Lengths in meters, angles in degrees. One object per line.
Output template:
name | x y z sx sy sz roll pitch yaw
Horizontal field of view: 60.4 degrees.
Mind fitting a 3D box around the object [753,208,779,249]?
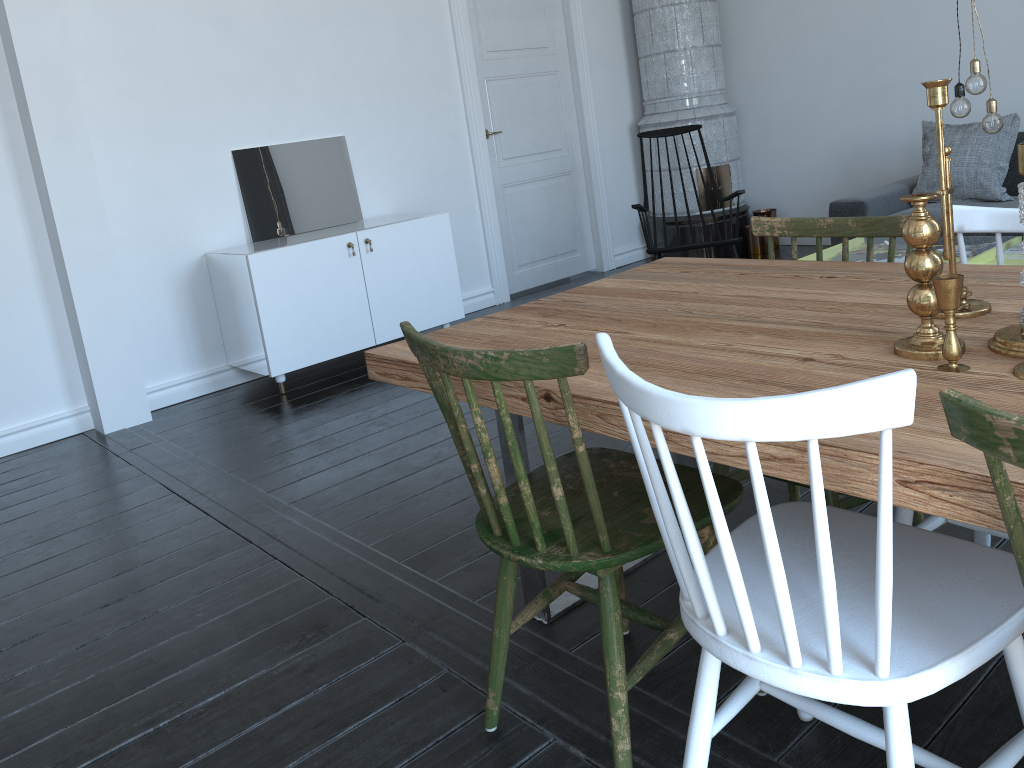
object | 1.878 -1.143 6.505 0.179 0.275 0.174 -18 15 -37

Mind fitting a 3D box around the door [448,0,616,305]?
door | 0.125 -1.885 6.084 1.189 2.424 0.116 -17 13 -38

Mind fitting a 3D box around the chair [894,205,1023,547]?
chair | 1.041 0.080 1.747 0.518 0.825 0.469 -18 15 -38

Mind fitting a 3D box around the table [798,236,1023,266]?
table | 1.911 -0.336 3.509 0.611 0.390 1.411 -19 19 -36

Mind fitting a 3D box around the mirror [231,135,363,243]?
mirror | -1.190 -1.106 4.948 0.708 0.492 0.054 -20 15 -38

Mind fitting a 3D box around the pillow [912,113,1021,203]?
pillow | 3.009 -1.150 4.342 0.485 0.481 2.075 -17 18 -32

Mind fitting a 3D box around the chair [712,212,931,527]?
chair | 0.706 0.036 2.095 0.494 0.810 0.469 -18 15 -39

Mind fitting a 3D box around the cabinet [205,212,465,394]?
cabinet | -0.919 -0.476 4.835 1.222 0.720 0.593 -20 17 -37

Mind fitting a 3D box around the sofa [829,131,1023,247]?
sofa | 2.921 -0.901 4.366 1.103 0.707 2.390 -19 19 -36

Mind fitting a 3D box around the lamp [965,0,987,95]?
lamp | 1.649 -1.807 3.203 0.074 1.467 0.076 -7 10 8

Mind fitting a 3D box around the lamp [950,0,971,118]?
lamp | 1.628 -1.740 3.273 0.074 1.467 0.088 -6 10 13

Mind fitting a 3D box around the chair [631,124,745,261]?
chair | 0.991 -0.952 5.029 0.611 0.984 0.929 -7 13 7

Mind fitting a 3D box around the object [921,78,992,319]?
object | 0.763 -0.324 1.538 0.113 0.402 0.116 -6 11 14

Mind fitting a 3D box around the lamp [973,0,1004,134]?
lamp | 1.712 -1.662 3.217 0.089 1.467 0.075 -11 10 -14

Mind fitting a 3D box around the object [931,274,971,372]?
object | 0.632 -0.087 1.269 0.050 0.136 0.049 -17 13 -38

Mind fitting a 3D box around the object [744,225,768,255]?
object | 1.775 -1.047 6.370 0.174 0.195 0.175 3 17 40

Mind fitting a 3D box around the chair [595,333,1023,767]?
chair | 0.444 0.314 1.247 0.518 0.825 0.469 -18 15 -38

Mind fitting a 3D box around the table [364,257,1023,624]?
table | 0.823 0.267 1.435 1.036 0.700 2.243 -19 19 -37

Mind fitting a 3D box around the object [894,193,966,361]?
object | 0.633 -0.167 1.353 0.101 0.242 0.102 -11 11 -14

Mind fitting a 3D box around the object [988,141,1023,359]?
object | 0.772 -0.202 1.295 0.140 0.304 0.143 -8 11 4

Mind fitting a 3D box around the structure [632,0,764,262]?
structure | 1.223 -2.314 6.265 0.777 2.831 1.299 -7 11 7

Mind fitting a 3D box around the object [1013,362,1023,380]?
object | 0.734 -0.067 1.192 0.102 0.112 0.104 1 16 36

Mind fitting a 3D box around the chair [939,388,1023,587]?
chair | 0.781 0.373 0.901 0.494 0.810 0.469 -18 15 -39

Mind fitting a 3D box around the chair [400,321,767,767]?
chair | 0.143 0.253 1.636 0.494 0.810 0.469 -18 15 -39
